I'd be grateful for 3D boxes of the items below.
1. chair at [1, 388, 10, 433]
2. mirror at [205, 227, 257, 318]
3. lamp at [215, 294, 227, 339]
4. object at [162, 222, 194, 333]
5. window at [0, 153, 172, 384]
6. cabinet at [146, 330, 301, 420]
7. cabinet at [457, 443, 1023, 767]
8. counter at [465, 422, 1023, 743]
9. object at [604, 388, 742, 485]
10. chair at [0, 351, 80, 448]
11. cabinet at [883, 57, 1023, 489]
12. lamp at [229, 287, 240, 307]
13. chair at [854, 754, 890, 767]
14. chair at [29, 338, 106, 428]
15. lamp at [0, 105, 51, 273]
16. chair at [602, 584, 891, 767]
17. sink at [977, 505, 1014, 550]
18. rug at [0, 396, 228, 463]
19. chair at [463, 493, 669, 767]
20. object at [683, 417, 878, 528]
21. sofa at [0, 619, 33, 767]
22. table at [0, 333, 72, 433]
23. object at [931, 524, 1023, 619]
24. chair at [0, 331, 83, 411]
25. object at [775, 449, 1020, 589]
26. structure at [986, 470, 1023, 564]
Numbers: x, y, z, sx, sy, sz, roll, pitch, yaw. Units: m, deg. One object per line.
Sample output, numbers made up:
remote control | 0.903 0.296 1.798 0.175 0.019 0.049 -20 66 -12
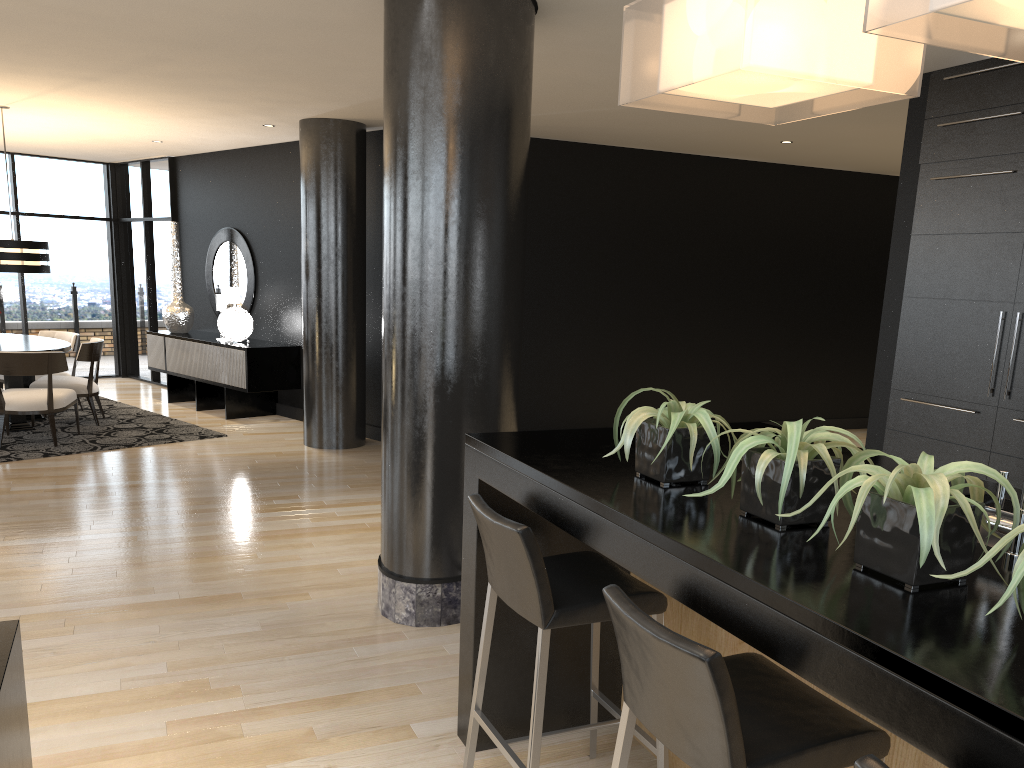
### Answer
chair | -4.823 0.051 7.617 0.637 0.821 0.610 10 13 36
mirror | -3.099 -1.168 9.703 1.065 1.097 0.025 11 15 43
lamp | -3.069 -0.711 9.338 0.132 0.474 0.122 -3 13 -23
object | -3.732 -1.180 9.826 0.342 1.231 0.339 -7 15 -36
window | -4.456 -1.357 2.742 10.082 4.871 15.696 -4 10 -37
cabinet | -3.164 -0.112 9.557 2.215 0.780 0.606 10 13 43
cabinet | 0.989 0.900 1.808 1.178 1.055 3.068 -2 9 -24
counter | 1.009 0.367 1.692 1.178 0.032 3.068 -1 8 -24
object | 0.434 0.124 2.334 0.397 0.243 0.400 2 9 1
chair | -4.040 0.107 7.417 0.642 0.821 0.605 -1 11 -17
cabinet | 3.680 -0.079 2.649 0.727 2.568 5.641 -3 10 -24
lamp | -2.901 -0.737 9.253 0.124 0.560 0.130 3 12 6
chair | 0.741 1.003 1.241 0.518 0.981 0.468 -3 12 -23
chair | -4.170 -0.016 8.344 0.616 0.821 0.632 -1 11 -18
lamp | -4.185 -1.608 7.336 0.530 1.353 0.531 13 16 42
chair | 0.462 0.913 1.865 0.518 0.981 0.468 -3 12 -23
sink | 1.208 0.454 1.846 0.460 0.162 0.908 -1 8 -24
rug | -4.900 0.353 8.413 3.686 0.011 2.698 9 10 43
chair | 0.149 0.811 2.566 0.518 0.981 0.468 -3 12 -23
object | 0.575 0.178 1.958 0.406 0.243 0.391 2 9 1
sofa | -1.142 1.032 1.065 0.837 0.817 2.001 -2 9 -24
table | -4.850 -0.017 8.278 1.201 0.783 2.084 -6 12 -44
object | 0.877 0.283 1.226 0.397 0.243 0.400 2 9 1
chair | -4.714 -0.110 8.910 0.639 0.821 0.609 8 12 29
object | 0.724 0.245 1.563 0.397 0.221 0.400 2 8 1
structure | 1.276 0.435 1.825 0.654 1.036 2.735 -3 9 -24
